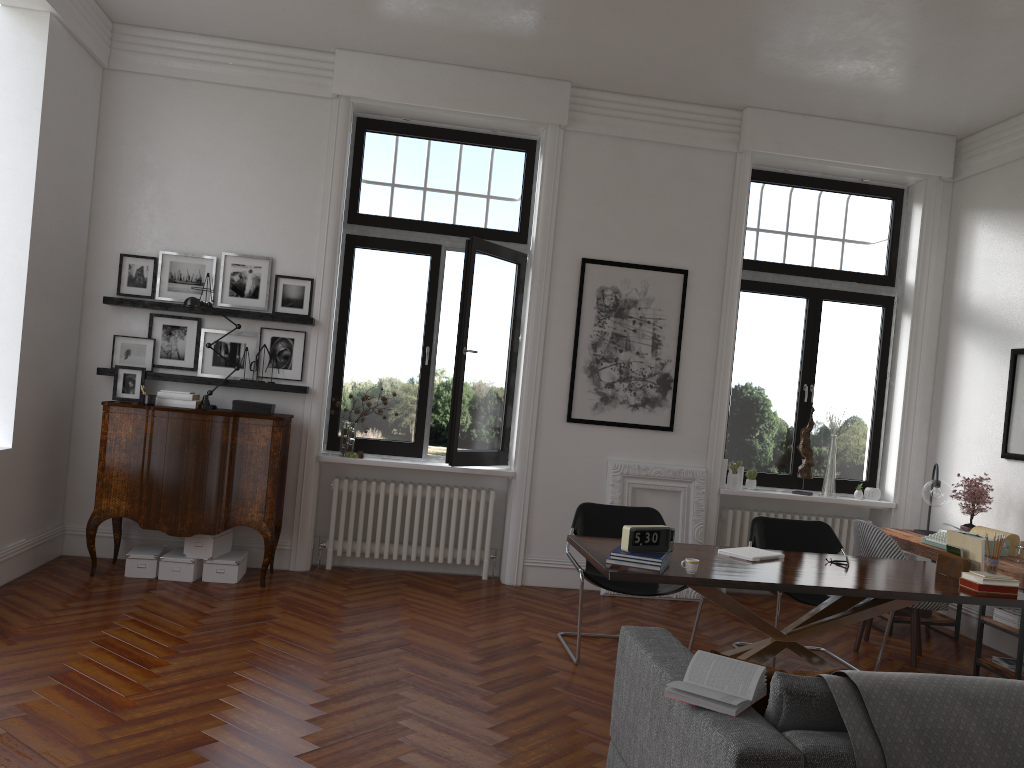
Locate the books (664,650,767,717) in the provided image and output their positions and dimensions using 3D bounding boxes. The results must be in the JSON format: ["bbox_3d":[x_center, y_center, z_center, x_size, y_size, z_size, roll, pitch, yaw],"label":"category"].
[{"bbox_3d":[0.634,0.914,2.735,0.224,0.096,0.279,5,-1,34],"label":"books"}]

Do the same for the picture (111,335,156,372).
[{"bbox_3d":[-2.836,-0.228,6.641,0.300,0.253,0.020,5,1,-7],"label":"picture"}]

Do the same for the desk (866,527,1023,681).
[{"bbox_3d":[3.150,1.523,6.118,0.647,0.758,1.797,5,0,-7],"label":"desk"}]

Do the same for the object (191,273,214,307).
[{"bbox_3d":[-2.319,-0.708,6.663,0.174,0.260,0.040,5,1,-7],"label":"object"}]

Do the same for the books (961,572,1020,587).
[{"bbox_3d":[2.445,0.997,4.533,0.207,0.028,0.164,5,-1,-9],"label":"books"}]

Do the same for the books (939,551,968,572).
[{"bbox_3d":[2.399,0.991,4.837,0.028,0.125,0.221,5,0,-7],"label":"books"}]

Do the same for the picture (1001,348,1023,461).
[{"bbox_3d":[3.724,0.146,6.261,0.050,0.816,0.633,5,0,-7],"label":"picture"}]

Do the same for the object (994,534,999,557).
[{"bbox_3d":[2.482,0.865,4.548,0.008,0.193,0.049,6,1,16],"label":"object"}]

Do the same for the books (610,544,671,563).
[{"bbox_3d":[0.641,0.830,4.378,0.250,0.017,0.344,5,-1,18],"label":"books"}]

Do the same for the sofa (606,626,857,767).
[{"bbox_3d":[1.782,1.359,3.115,2.645,0.829,1.261,5,0,-7],"label":"sofa"}]

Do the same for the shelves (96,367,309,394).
[{"bbox_3d":[-2.306,-0.024,6.671,1.515,0.055,0.156,5,-1,-7],"label":"shelves"}]

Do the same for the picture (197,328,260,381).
[{"bbox_3d":[-2.155,-0.219,6.754,0.434,0.365,0.020,5,1,-7],"label":"picture"}]

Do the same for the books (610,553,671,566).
[{"bbox_3d":[0.639,0.847,4.378,0.250,0.017,0.344,5,-1,18],"label":"books"}]

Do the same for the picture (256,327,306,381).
[{"bbox_3d":[-1.771,-0.227,6.806,0.343,0.384,0.020,5,1,-7],"label":"picture"}]

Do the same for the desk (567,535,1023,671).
[{"bbox_3d":[1.443,1.337,4.701,2.226,0.751,1.029,5,0,-7],"label":"desk"}]

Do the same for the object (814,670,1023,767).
[{"bbox_3d":[1.275,1.065,2.553,0.752,0.387,0.400,5,0,-7],"label":"object"}]

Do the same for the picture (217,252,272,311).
[{"bbox_3d":[-2.034,-0.780,6.757,0.369,0.409,0.020,5,1,-7],"label":"picture"}]

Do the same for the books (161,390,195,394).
[{"bbox_3d":[-2.407,0.058,6.394,0.200,0.014,0.179,5,-1,-7],"label":"books"}]

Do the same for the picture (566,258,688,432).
[{"bbox_3d":[0.936,-0.310,7.165,0.883,1.324,0.035,5,1,-7],"label":"picture"}]

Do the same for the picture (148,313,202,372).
[{"bbox_3d":[-2.558,-0.315,6.700,0.373,0.406,0.020,5,1,-7],"label":"picture"}]

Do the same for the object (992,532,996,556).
[{"bbox_3d":[2.497,0.865,4.600,0.008,0.195,0.032,6,1,37],"label":"object"}]

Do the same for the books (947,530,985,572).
[{"bbox_3d":[2.489,0.943,4.870,0.043,0.239,0.310,5,0,-8],"label":"books"}]

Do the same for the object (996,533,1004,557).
[{"bbox_3d":[2.513,0.867,4.579,0.038,0.195,0.008,6,1,19],"label":"object"}]

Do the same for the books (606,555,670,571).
[{"bbox_3d":[0.628,0.868,4.390,0.264,0.027,0.347,5,-1,18],"label":"books"}]

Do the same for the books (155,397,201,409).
[{"bbox_3d":[-2.414,0.137,6.411,0.294,0.057,0.229,5,-1,-7],"label":"books"}]

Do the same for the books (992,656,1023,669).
[{"bbox_3d":[3.133,1.721,5.447,0.268,0.014,0.196,5,-1,4],"label":"books"}]

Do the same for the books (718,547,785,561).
[{"bbox_3d":[1.330,0.944,4.922,0.326,0.026,0.230,6,-1,-42],"label":"books"}]

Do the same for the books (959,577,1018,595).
[{"bbox_3d":[2.434,1.030,4.527,0.215,0.040,0.159,5,-1,-5],"label":"books"}]

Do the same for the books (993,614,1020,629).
[{"bbox_3d":[3.144,1.454,5.404,0.309,0.038,0.225,5,-1,-8],"label":"books"}]

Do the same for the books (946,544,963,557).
[{"bbox_3d":[2.441,0.973,4.884,0.041,0.157,0.128,5,0,-7],"label":"books"}]

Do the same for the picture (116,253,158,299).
[{"bbox_3d":[-2.813,-0.808,6.655,0.267,0.315,0.020,5,1,-7],"label":"picture"}]

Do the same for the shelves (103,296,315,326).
[{"bbox_3d":[-2.257,-0.545,6.664,1.515,0.055,0.158,5,-1,-7],"label":"shelves"}]

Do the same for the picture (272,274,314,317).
[{"bbox_3d":[-1.680,-0.673,6.805,0.289,0.303,0.020,5,1,-7],"label":"picture"}]

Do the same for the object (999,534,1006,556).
[{"bbox_3d":[2.513,0.867,4.568,0.044,0.194,0.008,6,1,23],"label":"object"}]

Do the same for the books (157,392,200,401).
[{"bbox_3d":[-2.409,0.087,6.416,0.239,0.044,0.254,5,-1,-7],"label":"books"}]

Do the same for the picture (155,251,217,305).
[{"bbox_3d":[-2.461,-0.800,6.701,0.415,0.367,0.020,5,1,-7],"label":"picture"}]

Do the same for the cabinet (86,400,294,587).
[{"bbox_3d":[-2.297,0.784,6.393,1.266,1.218,0.640,5,0,-7],"label":"cabinet"}]

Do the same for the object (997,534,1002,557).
[{"bbox_3d":[2.496,0.865,4.550,0.008,0.195,0.036,5,1,5],"label":"object"}]

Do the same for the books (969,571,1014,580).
[{"bbox_3d":[2.457,0.979,4.545,0.159,0.008,0.128,5,-1,-6],"label":"books"}]

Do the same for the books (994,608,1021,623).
[{"bbox_3d":[3.155,1.419,5.413,0.309,0.038,0.225,5,-1,-7],"label":"books"}]

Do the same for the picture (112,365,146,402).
[{"bbox_3d":[-2.814,-0.002,6.515,0.213,0.257,0.020,5,1,-7],"label":"picture"}]

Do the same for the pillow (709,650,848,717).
[{"bbox_3d":[0.883,1.075,2.924,0.469,0.397,0.330,5,0,30],"label":"pillow"}]

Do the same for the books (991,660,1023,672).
[{"bbox_3d":[3.131,1.736,5.447,0.268,0.014,0.196,5,-1,-9],"label":"books"}]
